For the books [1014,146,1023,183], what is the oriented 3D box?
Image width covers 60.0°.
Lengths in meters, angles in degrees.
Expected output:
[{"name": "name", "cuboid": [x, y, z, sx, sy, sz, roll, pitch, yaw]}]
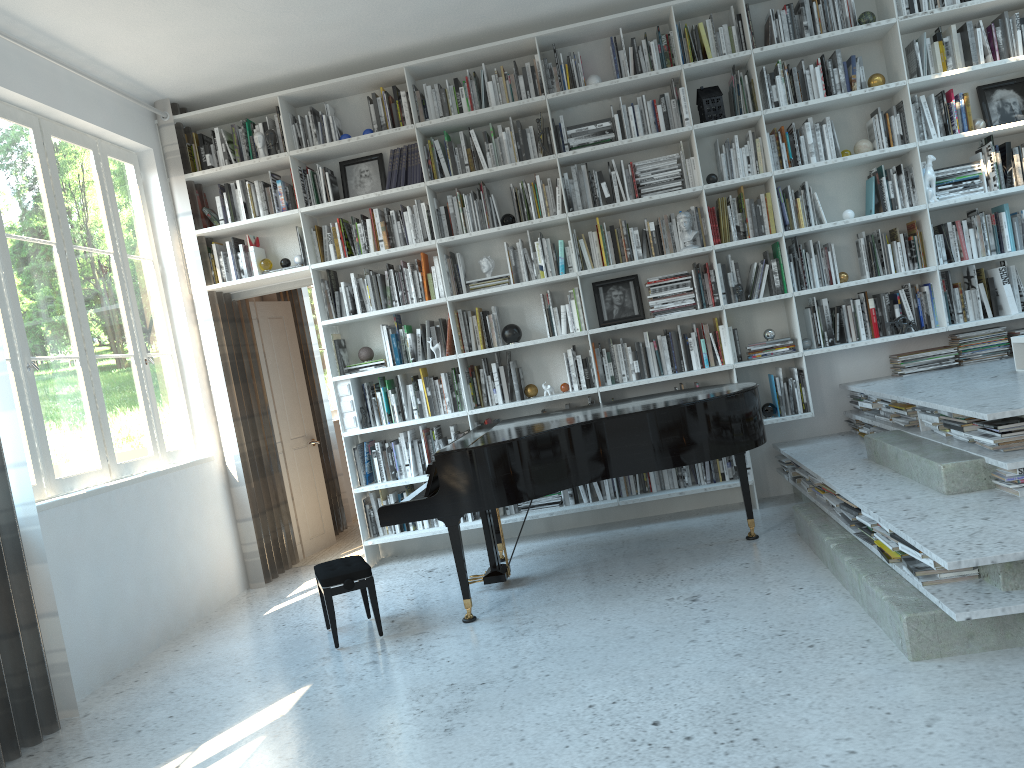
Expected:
[{"name": "books", "cuboid": [3.061, -1.305, 5.375, 0.031, 0.250, 0.133, -10, 2, 7]}]

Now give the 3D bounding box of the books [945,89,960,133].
[{"name": "books", "cuboid": [2.657, -1.624, 5.379, 0.014, 0.285, 0.175, -10, 2, 7]}]

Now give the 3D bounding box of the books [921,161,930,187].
[{"name": "books", "cuboid": [2.521, -1.217, 5.437, 0.028, 0.267, 0.137, -10, 2, 7]}]

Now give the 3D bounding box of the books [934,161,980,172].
[{"name": "books", "cuboid": [2.672, -1.311, 5.407, 0.285, 0.012, 0.159, -10, 2, 9]}]

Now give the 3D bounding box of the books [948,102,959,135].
[{"name": "books", "cuboid": [2.649, -1.582, 5.371, 0.013, 0.207, 0.189, -10, 2, 7]}]

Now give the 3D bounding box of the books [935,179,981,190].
[{"name": "books", "cuboid": [2.689, -1.203, 5.405, 0.254, 0.012, 0.160, -10, 2, 2]}]

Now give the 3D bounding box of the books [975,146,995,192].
[{"name": "books", "cuboid": [2.875, -1.289, 5.389, 0.012, 0.285, 0.159, -10, 2, 7]}]

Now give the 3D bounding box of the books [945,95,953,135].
[{"name": "books", "cuboid": [2.631, -1.610, 5.398, 0.020, 0.267, 0.152, -10, 2, 7]}]

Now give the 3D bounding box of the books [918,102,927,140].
[{"name": "books", "cuboid": [2.483, -1.574, 5.406, 0.011, 0.248, 0.155, -10, 2, 7]}]

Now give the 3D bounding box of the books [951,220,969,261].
[{"name": "books", "cuboid": [2.712, -0.866, 5.410, 0.045, 0.246, 0.185, -10, 2, 7]}]

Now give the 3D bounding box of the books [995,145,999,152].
[{"name": "books", "cuboid": [2.937, -1.298, 5.379, 0.013, 0.280, 0.131, -10, 2, 7]}]

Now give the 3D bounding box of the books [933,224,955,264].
[{"name": "books", "cuboid": [2.636, -0.852, 5.427, 0.047, 0.244, 0.177, -10, 2, 7]}]

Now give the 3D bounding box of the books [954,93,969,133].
[{"name": "books", "cuboid": [2.709, -1.617, 5.376, 0.021, 0.253, 0.166, -10, 2, 7]}]

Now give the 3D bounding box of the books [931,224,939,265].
[{"name": "books", "cuboid": [2.572, -0.846, 5.452, 0.012, 0.254, 0.160, -10, 2, 7]}]

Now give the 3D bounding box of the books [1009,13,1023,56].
[{"name": "books", "cuboid": [2.994, -2.050, 5.302, 0.036, 0.272, 0.177, -10, 2, 7]}]

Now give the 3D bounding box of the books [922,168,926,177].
[{"name": "books", "cuboid": [2.495, -1.188, 5.412, 0.027, 0.221, 0.184, -10, 2, 7]}]

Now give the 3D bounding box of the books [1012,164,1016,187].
[{"name": "books", "cuboid": [3.008, -1.310, 5.384, 0.010, 0.278, 0.128, -10, 2, 7]}]

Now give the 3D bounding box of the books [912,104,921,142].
[{"name": "books", "cuboid": [2.451, -1.572, 5.433, 0.030, 0.253, 0.128, -10, 2, 7]}]

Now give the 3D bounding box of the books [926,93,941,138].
[{"name": "books", "cuboid": [2.560, -1.607, 5.407, 0.012, 0.285, 0.159, -10, 2, 7]}]

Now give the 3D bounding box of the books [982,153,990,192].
[{"name": "books", "cuboid": [2.853, -1.266, 5.401, 0.023, 0.247, 0.137, -10, 2, 7]}]

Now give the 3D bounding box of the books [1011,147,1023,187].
[{"name": "books", "cuboid": [3.029, -1.295, 5.361, 0.031, 0.242, 0.147, -10, 2, 7]}]

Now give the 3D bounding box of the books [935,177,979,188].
[{"name": "books", "cuboid": [2.688, -1.215, 5.416, 0.254, 0.012, 0.160, -10, 2, 7]}]

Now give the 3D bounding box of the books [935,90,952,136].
[{"name": "books", "cuboid": [2.612, -1.617, 5.386, 0.012, 0.287, 0.176, -10, 2, 7]}]

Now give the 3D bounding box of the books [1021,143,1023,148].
[{"name": "books", "cuboid": [3.133, -1.327, 5.332, 0.021, 0.271, 0.191, -10, 2, 7]}]

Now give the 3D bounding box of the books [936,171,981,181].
[{"name": "books", "cuboid": [2.683, -1.251, 5.410, 0.285, 0.012, 0.159, -10, 2, 9]}]

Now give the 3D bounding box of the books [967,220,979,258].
[{"name": "books", "cuboid": [2.795, -0.873, 5.413, 0.012, 0.229, 0.179, -10, 2, 7]}]

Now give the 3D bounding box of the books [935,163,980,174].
[{"name": "books", "cuboid": [2.674, -1.299, 5.408, 0.285, 0.012, 0.159, -10, 2, 5]}]

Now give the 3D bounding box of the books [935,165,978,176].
[{"name": "books", "cuboid": [2.677, -1.287, 5.408, 0.254, 0.012, 0.160, -10, 2, 9]}]

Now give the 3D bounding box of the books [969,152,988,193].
[{"name": "books", "cuboid": [2.834, -1.266, 5.385, 0.012, 0.254, 0.160, -10, 2, 7]}]

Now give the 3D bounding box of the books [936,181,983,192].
[{"name": "books", "cuboid": [2.692, -1.191, 5.412, 0.285, 0.012, 0.159, -10, 2, 5]}]

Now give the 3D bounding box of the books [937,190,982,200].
[{"name": "books", "cuboid": [2.699, -1.143, 5.410, 0.254, 0.012, 0.160, -10, 2, 3]}]

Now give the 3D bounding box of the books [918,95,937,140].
[{"name": "books", "cuboid": [2.518, -1.601, 5.406, 0.065, 0.289, 0.145, -10, 2, 7]}]

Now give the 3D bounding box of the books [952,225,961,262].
[{"name": "books", "cuboid": [2.689, -0.851, 5.420, 0.011, 0.223, 0.162, -10, 2, 7]}]

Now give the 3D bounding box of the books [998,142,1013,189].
[{"name": "books", "cuboid": [2.971, -1.304, 5.361, 0.059, 0.282, 0.167, -10, 2, 7]}]

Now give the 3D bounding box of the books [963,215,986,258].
[{"name": "books", "cuboid": [2.810, -0.888, 5.388, 0.028, 0.255, 0.191, -10, 2, 7]}]

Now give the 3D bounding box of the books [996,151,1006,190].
[{"name": "books", "cuboid": [2.918, -1.272, 5.365, 0.030, 0.236, 0.179, -10, 2, 7]}]

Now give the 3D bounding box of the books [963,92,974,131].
[{"name": "books", "cuboid": [2.732, -1.616, 5.363, 0.026, 0.244, 0.177, -10, 2, 7]}]

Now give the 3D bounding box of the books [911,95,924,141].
[{"name": "books", "cuboid": [2.467, -1.598, 5.416, 0.015, 0.301, 0.140, -10, 2, 7]}]

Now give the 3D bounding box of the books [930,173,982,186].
[{"name": "books", "cuboid": [2.685, -1.240, 5.408, 0.285, 0.012, 0.159, -10, 2, 4]}]

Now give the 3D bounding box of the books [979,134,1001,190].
[{"name": "books", "cuboid": [2.888, -1.318, 5.358, 0.010, 0.339, 0.180, -10, 2, 7]}]

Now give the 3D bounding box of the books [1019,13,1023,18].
[{"name": "books", "cuboid": [3.089, -2.073, 5.302, 0.026, 0.284, 0.147, -10, 2, 7]}]

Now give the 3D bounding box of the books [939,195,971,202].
[{"name": "books", "cuboid": [2.703, -1.119, 5.408, 0.285, 0.012, 0.159, -10, 2, 2]}]

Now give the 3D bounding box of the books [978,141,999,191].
[{"name": "books", "cuboid": [2.881, -1.297, 5.361, 0.011, 0.300, 0.184, -10, 2, 7]}]

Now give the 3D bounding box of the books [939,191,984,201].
[{"name": "books", "cuboid": [2.701, -1.131, 5.410, 0.285, 0.012, 0.159, -10, 2, 11]}]

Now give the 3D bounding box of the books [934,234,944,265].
[{"name": "books", "cuboid": [2.594, -0.815, 5.440, 0.023, 0.186, 0.159, -10, 2, 7]}]

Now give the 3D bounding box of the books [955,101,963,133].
[{"name": "books", "cuboid": [2.687, -1.593, 5.381, 0.033, 0.213, 0.152, -10, 2, 7]}]

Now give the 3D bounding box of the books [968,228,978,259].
[{"name": "books", "cuboid": [2.779, -0.846, 5.407, 0.027, 0.182, 0.186, -10, 2, 7]}]

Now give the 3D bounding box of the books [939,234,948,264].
[{"name": "books", "cuboid": [2.616, -0.818, 5.435, 0.022, 0.184, 0.162, -10, 2, 7]}]

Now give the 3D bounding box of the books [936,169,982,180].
[{"name": "books", "cuboid": [2.680, -1.263, 5.402, 0.285, 0.012, 0.159, -10, 2, 2]}]

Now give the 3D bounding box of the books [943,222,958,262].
[{"name": "books", "cuboid": [2.672, -0.860, 5.434, 0.024, 0.247, 0.143, -10, 2, 7]}]

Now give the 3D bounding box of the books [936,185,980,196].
[{"name": "books", "cuboid": [2.694, -1.167, 5.409, 0.254, 0.012, 0.160, -10, 2, 11]}]

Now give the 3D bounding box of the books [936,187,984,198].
[{"name": "books", "cuboid": [2.696, -1.155, 5.407, 0.285, 0.012, 0.159, -10, 2, 12]}]

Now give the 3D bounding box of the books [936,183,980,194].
[{"name": "books", "cuboid": [2.693, -1.179, 5.413, 0.254, 0.012, 0.160, -10, 2, 9]}]

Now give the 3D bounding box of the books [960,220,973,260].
[{"name": "books", "cuboid": [2.749, -0.870, 5.421, 0.026, 0.239, 0.177, -10, 2, 7]}]

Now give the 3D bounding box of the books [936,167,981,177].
[{"name": "books", "cuboid": [2.679, -1.275, 5.409, 0.285, 0.012, 0.159, -10, 2, 9]}]

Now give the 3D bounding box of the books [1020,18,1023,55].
[{"name": "books", "cuboid": [3.030, -2.041, 5.305, 0.030, 0.241, 0.162, -10, 2, 7]}]

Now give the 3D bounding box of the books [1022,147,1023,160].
[{"name": "books", "cuboid": [3.091, -1.303, 5.370, 0.028, 0.235, 0.129, -10, 2, 7]}]

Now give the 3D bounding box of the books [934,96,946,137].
[{"name": "books", "cuboid": [2.590, -1.604, 5.414, 0.043, 0.269, 0.131, -10, 2, 7]}]

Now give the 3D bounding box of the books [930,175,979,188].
[{"name": "books", "cuboid": [2.687, -1.227, 5.404, 0.254, 0.012, 0.160, -10, 2, 12]}]
